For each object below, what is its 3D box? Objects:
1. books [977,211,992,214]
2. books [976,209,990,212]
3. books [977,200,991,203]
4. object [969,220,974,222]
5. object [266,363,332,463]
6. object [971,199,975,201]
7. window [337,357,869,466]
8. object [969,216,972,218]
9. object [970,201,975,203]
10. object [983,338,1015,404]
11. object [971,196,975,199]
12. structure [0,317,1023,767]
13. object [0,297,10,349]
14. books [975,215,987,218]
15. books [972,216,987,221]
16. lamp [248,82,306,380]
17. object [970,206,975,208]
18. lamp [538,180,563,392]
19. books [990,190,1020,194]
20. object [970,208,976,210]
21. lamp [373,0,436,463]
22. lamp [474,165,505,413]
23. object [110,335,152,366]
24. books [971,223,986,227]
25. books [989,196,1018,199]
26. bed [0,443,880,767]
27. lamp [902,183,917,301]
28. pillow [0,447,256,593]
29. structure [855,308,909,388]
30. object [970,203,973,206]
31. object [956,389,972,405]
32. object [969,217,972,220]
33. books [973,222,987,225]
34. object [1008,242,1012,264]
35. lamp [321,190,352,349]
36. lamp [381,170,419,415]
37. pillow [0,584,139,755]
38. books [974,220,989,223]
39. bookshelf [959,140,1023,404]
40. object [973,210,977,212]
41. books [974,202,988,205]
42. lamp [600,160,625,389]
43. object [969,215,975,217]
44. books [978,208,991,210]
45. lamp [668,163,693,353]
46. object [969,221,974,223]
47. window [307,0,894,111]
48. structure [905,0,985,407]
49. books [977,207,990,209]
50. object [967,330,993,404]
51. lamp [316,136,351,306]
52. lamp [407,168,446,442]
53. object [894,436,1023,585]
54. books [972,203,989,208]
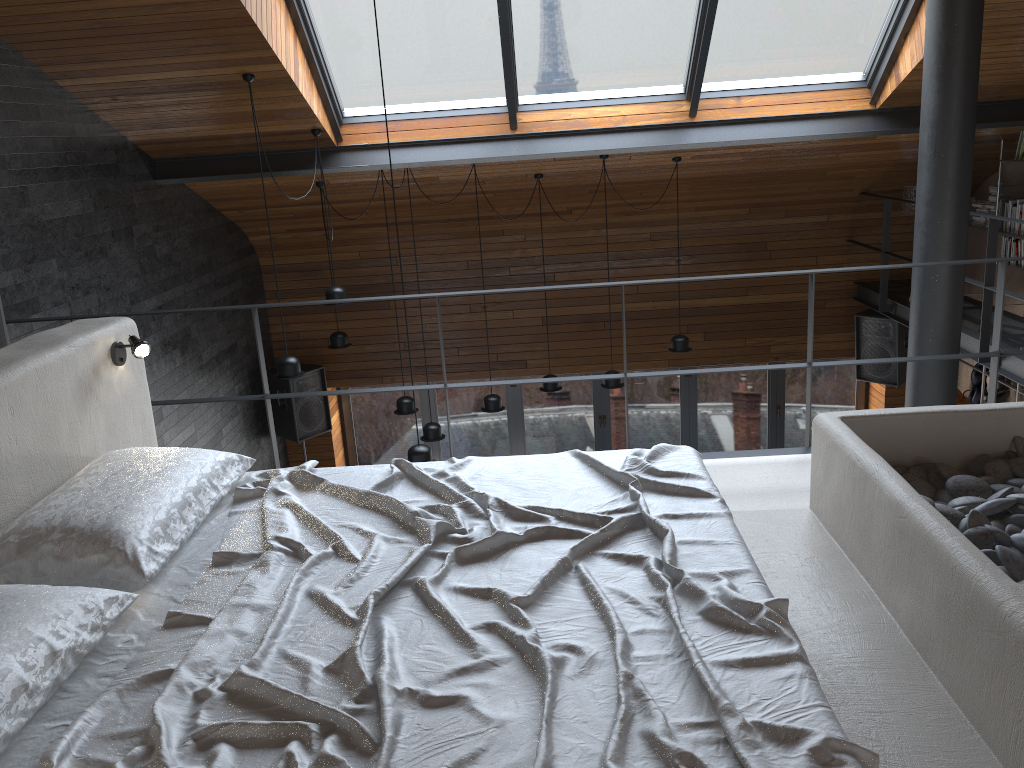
[{"bbox_3d":[4.203,-1.508,7.737,0.213,0.017,0.168,-5,16,-3],"label":"books"},{"bbox_3d":[4.196,-1.525,7.741,0.206,0.012,0.161,-6,16,-7],"label":"books"},{"bbox_3d":[4.195,-1.595,7.721,0.206,0.012,0.161,-3,16,2],"label":"books"},{"bbox_3d":[4.191,-1.498,8.089,0.226,0.012,0.159,-3,16,2],"label":"object"},{"bbox_3d":[-2.136,0.976,9.077,0.686,2.297,0.640,9,20,39],"label":"object"},{"bbox_3d":[4.168,-1.722,8.293,0.246,0.016,0.182,-3,16,2],"label":"object"},{"bbox_3d":[1.006,0.435,9.870,5.936,1.521,0.101,-3,15,2],"label":"window"},{"bbox_3d":[4.173,-1.531,8.070,0.201,0.013,0.161,-3,16,2],"label":"object"},{"bbox_3d":[4.177,-1.705,8.298,0.233,0.021,0.174,-3,16,2],"label":"object"},{"bbox_3d":[4.303,-0.014,7.901,0.305,0.839,0.238,-3,16,4],"label":"object"},{"bbox_3d":[4.167,-1.741,8.300,0.246,0.016,0.182,-3,16,2],"label":"object"},{"bbox_3d":[0.670,0.503,2.073,4.614,1.120,2.635,-3,16,2],"label":"structure"},{"bbox_3d":[-2.282,-0.619,3.424,0.445,1.602,0.442,5,18,29],"label":"object"},{"bbox_3d":[4.197,-1.473,7.733,0.234,0.016,0.182,-2,16,7],"label":"books"},{"bbox_3d":[4.192,-1.455,7.754,0.240,0.028,0.180,-6,16,-7],"label":"books"},{"bbox_3d":[-1.532,-0.948,5.617,0.210,1.853,0.210,9,20,38],"label":"lamp"},{"bbox_3d":[4.172,-1.655,8.295,0.246,0.016,0.182,-3,16,2],"label":"object"},{"bbox_3d":[0.280,-0.919,7.650,0.210,2.001,0.210,9,20,38],"label":"lamp"},{"bbox_3d":[4.152,-1.614,7.425,0.216,0.021,0.174,-3,16,2],"label":"books"},{"bbox_3d":[4.173,-1.640,8.298,0.246,0.016,0.182,-3,16,2],"label":"object"},{"bbox_3d":[-0.684,-1.032,5.188,0.210,3.207,0.210,3,17,24],"label":"lamp"},{"bbox_3d":[-0.230,-0.763,7.278,0.210,2.033,0.210,9,20,38],"label":"lamp"},{"bbox_3d":[-1.321,-0.110,3.049,0.165,0.106,0.085,5,18,29],"label":"object"},{"bbox_3d":[4.192,-1.401,7.782,0.234,0.016,0.182,-3,16,2],"label":"books"},{"bbox_3d":[4.152,-1.566,7.420,0.228,0.016,0.182,-3,16,2],"label":"books"},{"bbox_3d":[-0.367,0.667,2.145,2.011,0.484,1.827,-3,16,2],"label":"bed"},{"bbox_3d":[3.667,-1.238,7.775,0.475,1.001,0.476,3,17,25],"label":"lamp"},{"bbox_3d":[-1.103,0.344,2.510,0.509,0.173,0.842,-3,16,2],"label":"pillow"},{"bbox_3d":[3.693,-0.383,8.707,0.488,0.735,0.462,-16,19,-36],"label":"structure"},{"bbox_3d":[4.167,-1.677,8.289,0.252,0.028,0.180,-3,16,2],"label":"object"},{"bbox_3d":[4.296,0.141,8.515,0.278,0.222,0.139,0,16,12],"label":"object"},{"bbox_3d":[4.187,-1.514,8.074,0.262,0.025,0.176,-3,16,2],"label":"object"},{"bbox_3d":[4.196,-1.412,7.762,0.234,0.016,0.182,-5,16,-3],"label":"books"},{"bbox_3d":[4.132,-1.077,7.266,0.111,0.174,0.011,-3,15,2],"label":"object"},{"bbox_3d":[-1.539,-0.987,7.512,0.210,1.368,0.210,9,20,38],"label":"lamp"},{"bbox_3d":[-0.949,-0.750,7.128,0.210,2.035,0.210,9,20,38],"label":"lamp"},{"bbox_3d":[-1.123,0.584,1.647,0.502,0.176,0.838,-3,16,3],"label":"pillow"},{"bbox_3d":[4.197,-1.432,7.761,0.221,0.021,0.174,-3,16,2],"label":"books"},{"bbox_3d":[4.141,0.094,3.371,0.421,6.216,10.744,-3,16,2],"label":"bookshelf"},{"bbox_3d":[4.165,-1.560,8.071,0.203,0.013,0.161,-3,16,2],"label":"object"},{"bbox_3d":[4.181,-1.583,7.728,0.231,0.012,0.159,-2,16,7],"label":"books"},{"bbox_3d":[0.795,-0.905,7.304,0.210,1.910,0.210,9,20,38],"label":"lamp"},{"bbox_3d":[4.189,-1.541,8.051,0.228,0.016,0.182,-3,16,2],"label":"object"},{"bbox_3d":[4.206,-1.537,7.740,0.208,0.013,0.161,-2,16,7],"label":"books"},{"bbox_3d":[1.393,-1.046,7.415,0.210,1.565,0.210,9,20,38],"label":"lamp"},{"bbox_3d":[4.176,-1.483,8.089,0.201,0.012,0.161,-3,16,2],"label":"object"},{"bbox_3d":[0.607,-2.470,5.801,3.818,1.030,1.214,-3,16,2],"label":"window"},{"bbox_3d":[2.516,-0.003,5.085,1.197,5.697,1.690,-3,15,2],"label":"structure"},{"bbox_3d":[4.199,-1.545,7.728,0.206,0.013,0.161,-5,16,-3],"label":"books"},{"bbox_3d":[4.286,-0.107,8.154,0.244,0.879,0.244,5,18,30],"label":"object"},{"bbox_3d":[-1.336,-1.177,6.408,0.210,1.206,0.210,9,20,38],"label":"lamp"},{"bbox_3d":[-0.725,-0.650,6.984,0.210,2.272,0.210,9,20,38],"label":"lamp"},{"bbox_3d":[2.032,0.436,2.602,1.842,0.246,1.436,-3,16,2],"label":"object"},{"bbox_3d":[4.185,-1.562,7.724,0.268,0.025,0.176,-3,16,2],"label":"books"}]
